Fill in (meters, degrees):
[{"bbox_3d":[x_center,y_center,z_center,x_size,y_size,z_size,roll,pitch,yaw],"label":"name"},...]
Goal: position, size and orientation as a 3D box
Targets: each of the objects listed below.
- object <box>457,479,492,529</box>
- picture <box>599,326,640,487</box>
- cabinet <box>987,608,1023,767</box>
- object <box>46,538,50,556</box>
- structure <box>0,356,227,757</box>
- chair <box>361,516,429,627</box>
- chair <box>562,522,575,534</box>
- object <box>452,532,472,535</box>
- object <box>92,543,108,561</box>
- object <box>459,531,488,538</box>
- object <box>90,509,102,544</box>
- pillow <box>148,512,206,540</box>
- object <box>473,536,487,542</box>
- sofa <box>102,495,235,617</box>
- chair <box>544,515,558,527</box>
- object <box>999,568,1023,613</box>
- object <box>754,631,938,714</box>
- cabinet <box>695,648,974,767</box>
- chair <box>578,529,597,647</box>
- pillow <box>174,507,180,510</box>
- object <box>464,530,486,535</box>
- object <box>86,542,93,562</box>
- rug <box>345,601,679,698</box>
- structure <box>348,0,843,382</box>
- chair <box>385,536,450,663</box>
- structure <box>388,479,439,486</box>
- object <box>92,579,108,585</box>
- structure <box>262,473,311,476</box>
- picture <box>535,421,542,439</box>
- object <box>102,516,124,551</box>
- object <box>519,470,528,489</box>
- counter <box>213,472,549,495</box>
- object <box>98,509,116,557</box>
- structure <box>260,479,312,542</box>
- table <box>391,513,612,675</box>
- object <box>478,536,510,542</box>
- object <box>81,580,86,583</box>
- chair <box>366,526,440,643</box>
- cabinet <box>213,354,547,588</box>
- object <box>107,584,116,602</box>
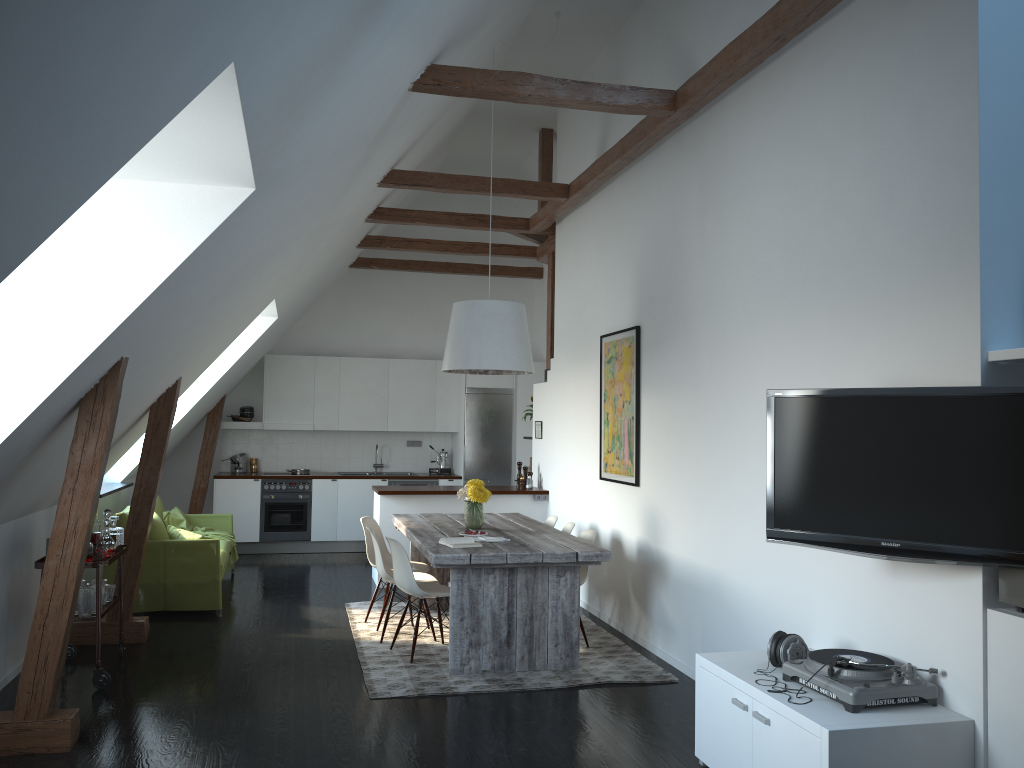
[{"bbox_3d":[-0.278,0.894,6.622,0.233,0.365,0.293,3,-4,-43],"label":"object"},{"bbox_3d":[0.829,0.177,6.897,0.036,1.181,0.808,2,-3,-14],"label":"picture"},{"bbox_3d":[2.224,1.278,3.011,0.869,0.921,0.638,2,-3,-14],"label":"cabinet"},{"bbox_3d":[-2.634,0.956,5.145,0.052,0.182,0.135,0,-3,23],"label":"object"},{"bbox_3d":[-2.454,0.759,4.462,1.023,1.963,12.350,2,-3,-14],"label":"structure"},{"bbox_3d":[-0.938,1.471,7.058,0.542,0.801,0.465,0,-3,12],"label":"chair"},{"bbox_3d":[0.218,1.484,6.931,0.542,0.801,0.465,1,-3,-8],"label":"chair"},{"bbox_3d":[-0.320,1.032,6.120,0.194,0.022,0.019,1,-3,2],"label":"object"},{"bbox_3d":[-2.533,1.008,5.317,0.245,0.092,0.151,0,-3,15],"label":"object"},{"bbox_3d":[-0.268,1.044,6.139,0.205,0.024,0.205,2,-3,-22],"label":"object"},{"bbox_3d":[-2.600,0.911,5.527,0.081,0.307,0.081,1,-3,-8],"label":"object"},{"bbox_3d":[-2.721,1.244,7.262,0.600,0.387,0.475,2,-3,-16],"label":"pillow"},{"bbox_3d":[-0.206,1.042,5.968,0.182,0.014,0.185,3,-3,-40],"label":"object"},{"bbox_3d":[-3.004,1.467,7.975,0.898,0.825,2.093,2,-3,-15],"label":"sofa"},{"bbox_3d":[0.107,1.504,7.391,0.542,0.801,0.465,2,-3,-13],"label":"chair"},{"bbox_3d":[2.049,0.710,3.050,0.435,0.211,0.496,2,-3,-14],"label":"object"},{"bbox_3d":[1.285,1.168,3.679,0.558,0.162,0.742,2,-3,-16],"label":"object"},{"bbox_3d":[1.265,1.501,3.694,0.623,0.507,1.069,2,-3,-14],"label":"cabinet"},{"bbox_3d":[0.333,1.462,6.408,0.542,0.801,0.465,2,-3,-18],"label":"chair"},{"bbox_3d":[-3.272,1.361,8.694,0.210,0.275,0.462,2,-3,-16],"label":"pillow"},{"bbox_3d":[-0.258,1.033,6.152,0.132,0.034,0.144,3,-4,-42],"label":"object"},{"bbox_3d":[-2.501,0.945,5.165,0.087,0.206,0.087,0,-3,11],"label":"object"},{"bbox_3d":[-0.201,1.852,6.530,1.898,0.022,2.677,2,-3,-14],"label":"rug"},{"bbox_3d":[2.919,-1.961,4.159,10.230,3.562,15.910,1,-3,-8],"label":"structure"},{"bbox_3d":[-0.594,1.428,6.013,0.542,0.801,0.465,2,-3,-28],"label":"chair"},{"bbox_3d":[-1.261,1.536,11.017,0.612,0.725,0.582,2,-3,-14],"label":"structure"},{"bbox_3d":[-2.649,1.318,5.693,0.095,0.119,0.095,-1,-3,38],"label":"object"},{"bbox_3d":[-2.728,1.111,10.751,0.574,0.041,0.504,2,-3,-14],"label":"structure"},{"bbox_3d":[0.277,0.476,9.193,0.023,0.182,0.250,2,-3,-14],"label":"picture"},{"bbox_3d":[-2.585,0.967,5.749,0.101,0.211,0.101,1,-3,1],"label":"object"},{"bbox_3d":[0.115,0.968,9.022,0.080,0.192,0.058,2,-3,-30],"label":"object"},{"bbox_3d":[-1.632,1.092,9.879,3.365,0.038,3.085,2,-3,-14],"label":"counter"},{"bbox_3d":[-2.498,0.917,5.465,0.114,0.292,0.114,3,-4,-42],"label":"object"},{"bbox_3d":[-2.734,1.503,10.748,0.583,0.725,0.749,2,-3,-14],"label":"structure"},{"bbox_3d":[-0.211,1.467,6.563,1.141,0.788,2.421,2,-3,-14],"label":"table"},{"bbox_3d":[-0.121,1.042,5.972,0.182,0.016,0.179,2,-3,-19],"label":"object"},{"bbox_3d":[-2.774,1.314,5.660,0.095,0.119,0.095,-1,-3,38],"label":"object"},{"bbox_3d":[-0.804,1.447,6.496,0.542,0.801,0.465,2,-3,-13],"label":"chair"},{"bbox_3d":[-1.215,0.825,10.018,4.208,2.369,3.033,2,-3,-14],"label":"cabinet"},{"bbox_3d":[-2.564,1.326,5.622,0.092,0.099,0.092,3,-3,-36],"label":"object"}]
